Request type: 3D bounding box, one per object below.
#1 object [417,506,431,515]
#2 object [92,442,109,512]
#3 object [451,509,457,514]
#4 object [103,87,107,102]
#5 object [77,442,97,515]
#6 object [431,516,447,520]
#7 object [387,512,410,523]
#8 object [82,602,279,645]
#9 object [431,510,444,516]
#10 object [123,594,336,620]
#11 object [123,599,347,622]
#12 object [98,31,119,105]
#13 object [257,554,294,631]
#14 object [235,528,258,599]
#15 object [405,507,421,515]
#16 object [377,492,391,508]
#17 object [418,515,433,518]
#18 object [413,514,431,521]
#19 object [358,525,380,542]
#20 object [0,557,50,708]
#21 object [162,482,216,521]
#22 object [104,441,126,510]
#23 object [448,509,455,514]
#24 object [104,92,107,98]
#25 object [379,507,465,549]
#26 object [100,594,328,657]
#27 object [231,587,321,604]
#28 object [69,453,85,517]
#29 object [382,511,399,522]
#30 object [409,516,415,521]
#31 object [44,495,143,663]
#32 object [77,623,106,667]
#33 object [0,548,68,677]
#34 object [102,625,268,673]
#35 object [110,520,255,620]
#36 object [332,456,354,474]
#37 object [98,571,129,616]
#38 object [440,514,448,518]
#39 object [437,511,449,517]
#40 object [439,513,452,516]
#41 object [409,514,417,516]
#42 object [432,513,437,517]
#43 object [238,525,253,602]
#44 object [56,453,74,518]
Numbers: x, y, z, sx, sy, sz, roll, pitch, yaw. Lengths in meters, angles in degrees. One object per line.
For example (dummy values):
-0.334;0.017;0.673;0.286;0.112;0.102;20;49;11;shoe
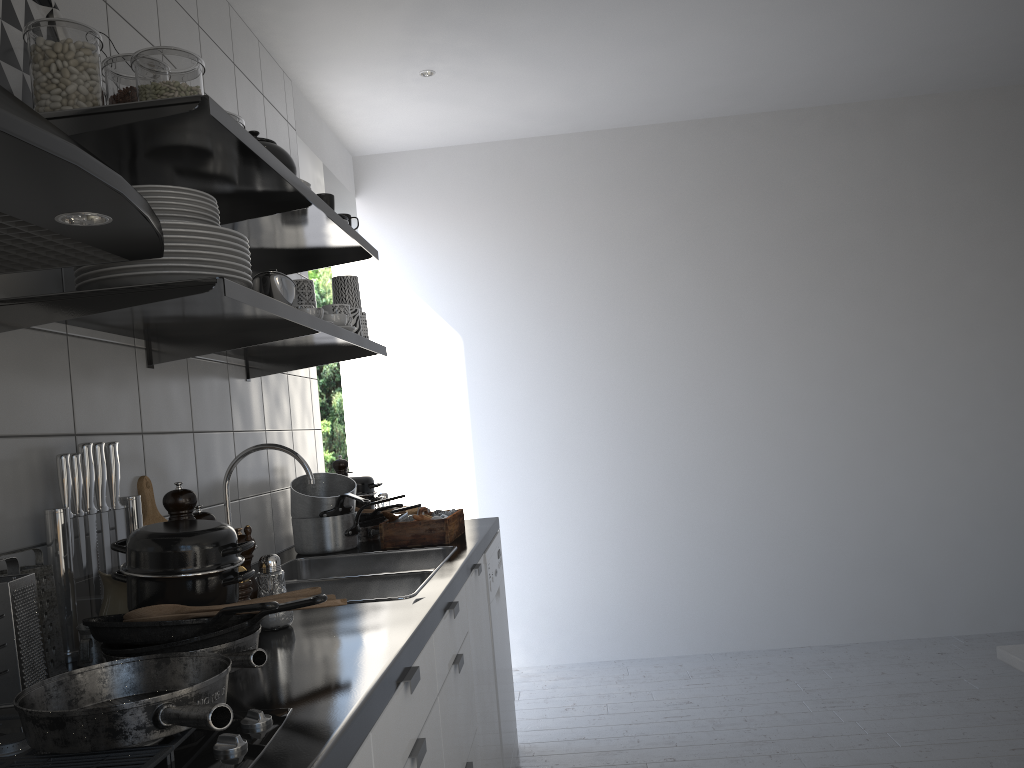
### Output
-0.293;0.430;2.915;0.053;0.058;0.050;-5;-2;-3;object
-0.773;0.175;1.665;0.022;0.132;0.033;-5;-1;8;object
-0.195;0.441;2.894;0.043;0.060;0.069;-6;-2;21;object
-0.825;-0.515;1.882;0.063;0.232;0.029;-5;-1;-9;object
-0.775;0.173;1.623;0.022;0.132;0.033;-5;-1;8;object
-0.222;0.422;2.677;0.048;0.048;0.049;-6;-2;14;object
-0.338;0.442;2.716;0.084;0.099;0.118;-5;-2;-3;object
-0.470;0.357;1.351;0.356;0.080;0.246;-6;-3;11;object
-0.237;0.445;2.910;0.069;0.063;0.040;-4;-2;-39;object
-0.416;0.340;1.354;0.333;0.061;0.059;-3;-3;-39;object
-0.406;0.345;1.341;0.334;0.044;0.064;-3;-3;-30;object
-0.762;-0.539;1.915;0.198;0.279;0.378;-5;-2;-14;object
-0.440;0.379;1.625;0.069;0.135;0.069;-5;-1;-17;object
-0.507;0.362;1.664;0.058;0.184;0.058;-6;-1;32;object
-0.341;0.449;2.862;0.050;0.094;0.271;-5;-3;8;object
-0.466;0.462;3.234;0.069;0.135;0.069;-5;-1;-17;object
-0.230;0.442;2.794;0.030;0.084;0.220;-6;-3;28;object
-0.237;0.436;2.728;0.030;0.093;0.217;-6;-2;29;object
-0.515;0.489;2.927;0.232;0.060;0.352;-4;-3;-18;object
-0.733;0.354;1.280;0.081;0.201;0.101;-5;-1;-7;object
-0.576;0.316;1.606;0.061;0.282;0.123;-5;-1;8;object
-0.769;0.177;1.722;0.022;0.132;0.046;-5;-1;7;object
-0.200;0.438;2.892;0.042;0.062;0.069;-6;-2;34;object
-0.805;-0.510;1.888;0.100;0.220;0.028;-5;-1;-25;object
-0.278;0.441;2.797;0.211;0.100;0.301;-5;-3;6;object
-0.469;0.370;1.338;0.243;0.082;0.348;-2;-4;-45;object
-0.449;0.355;1.370;0.336;0.021;0.065;-3;-3;-33;object
-0.778;0.180;1.583;0.019;0.114;0.028;-5;-1;-1;object
-0.368;0.444;2.811;0.048;0.107;0.266;-5;-3;0;object
-0.319;0.445;2.781;0.068;0.059;0.054;-5;-2;-1;object
-0.759;0.348;1.641;0.067;0.260;0.322;-5;-2;3;object
-0.687;0.426;1.457;0.052;0.067;0.066;-4;-2;-36;object
-0.774;0.363;1.390;0.081;0.201;0.101;-5;-1;23;object
-0.489;0.406;1.318;0.232;0.060;0.352;-4;-3;-18;object
-0.529;0.302;1.431;0.197;0.159;0.191;-4;-2;-35;object
-0.602;0.400;3.215;0.061;0.282;0.123;-5;-1;8;object
-0.664;0.391;1.563;0.116;0.144;0.127;-6;-2;42;object
-0.212;0.428;2.769;0.049;0.043;0.050;-4;-2;-37;object
-0.228;0.439;2.889;0.069;0.050;0.053;-4;-2;-34;object
-0.206;0.427;2.838;0.053;0.030;0.055;-5;-2;-2;object
-0.318;0.451;2.884;0.048;0.052;0.048;-4;-2;-23;object
-0.249;0.438;2.844;0.034;0.052;0.055;-5;-2;-10;object
-0.492;0.353;1.582;0.058;0.192;0.081;-5;-1;-8;object
-0.780;0.178;1.548;0.019;0.114;0.028;-5;-1;-1;object
